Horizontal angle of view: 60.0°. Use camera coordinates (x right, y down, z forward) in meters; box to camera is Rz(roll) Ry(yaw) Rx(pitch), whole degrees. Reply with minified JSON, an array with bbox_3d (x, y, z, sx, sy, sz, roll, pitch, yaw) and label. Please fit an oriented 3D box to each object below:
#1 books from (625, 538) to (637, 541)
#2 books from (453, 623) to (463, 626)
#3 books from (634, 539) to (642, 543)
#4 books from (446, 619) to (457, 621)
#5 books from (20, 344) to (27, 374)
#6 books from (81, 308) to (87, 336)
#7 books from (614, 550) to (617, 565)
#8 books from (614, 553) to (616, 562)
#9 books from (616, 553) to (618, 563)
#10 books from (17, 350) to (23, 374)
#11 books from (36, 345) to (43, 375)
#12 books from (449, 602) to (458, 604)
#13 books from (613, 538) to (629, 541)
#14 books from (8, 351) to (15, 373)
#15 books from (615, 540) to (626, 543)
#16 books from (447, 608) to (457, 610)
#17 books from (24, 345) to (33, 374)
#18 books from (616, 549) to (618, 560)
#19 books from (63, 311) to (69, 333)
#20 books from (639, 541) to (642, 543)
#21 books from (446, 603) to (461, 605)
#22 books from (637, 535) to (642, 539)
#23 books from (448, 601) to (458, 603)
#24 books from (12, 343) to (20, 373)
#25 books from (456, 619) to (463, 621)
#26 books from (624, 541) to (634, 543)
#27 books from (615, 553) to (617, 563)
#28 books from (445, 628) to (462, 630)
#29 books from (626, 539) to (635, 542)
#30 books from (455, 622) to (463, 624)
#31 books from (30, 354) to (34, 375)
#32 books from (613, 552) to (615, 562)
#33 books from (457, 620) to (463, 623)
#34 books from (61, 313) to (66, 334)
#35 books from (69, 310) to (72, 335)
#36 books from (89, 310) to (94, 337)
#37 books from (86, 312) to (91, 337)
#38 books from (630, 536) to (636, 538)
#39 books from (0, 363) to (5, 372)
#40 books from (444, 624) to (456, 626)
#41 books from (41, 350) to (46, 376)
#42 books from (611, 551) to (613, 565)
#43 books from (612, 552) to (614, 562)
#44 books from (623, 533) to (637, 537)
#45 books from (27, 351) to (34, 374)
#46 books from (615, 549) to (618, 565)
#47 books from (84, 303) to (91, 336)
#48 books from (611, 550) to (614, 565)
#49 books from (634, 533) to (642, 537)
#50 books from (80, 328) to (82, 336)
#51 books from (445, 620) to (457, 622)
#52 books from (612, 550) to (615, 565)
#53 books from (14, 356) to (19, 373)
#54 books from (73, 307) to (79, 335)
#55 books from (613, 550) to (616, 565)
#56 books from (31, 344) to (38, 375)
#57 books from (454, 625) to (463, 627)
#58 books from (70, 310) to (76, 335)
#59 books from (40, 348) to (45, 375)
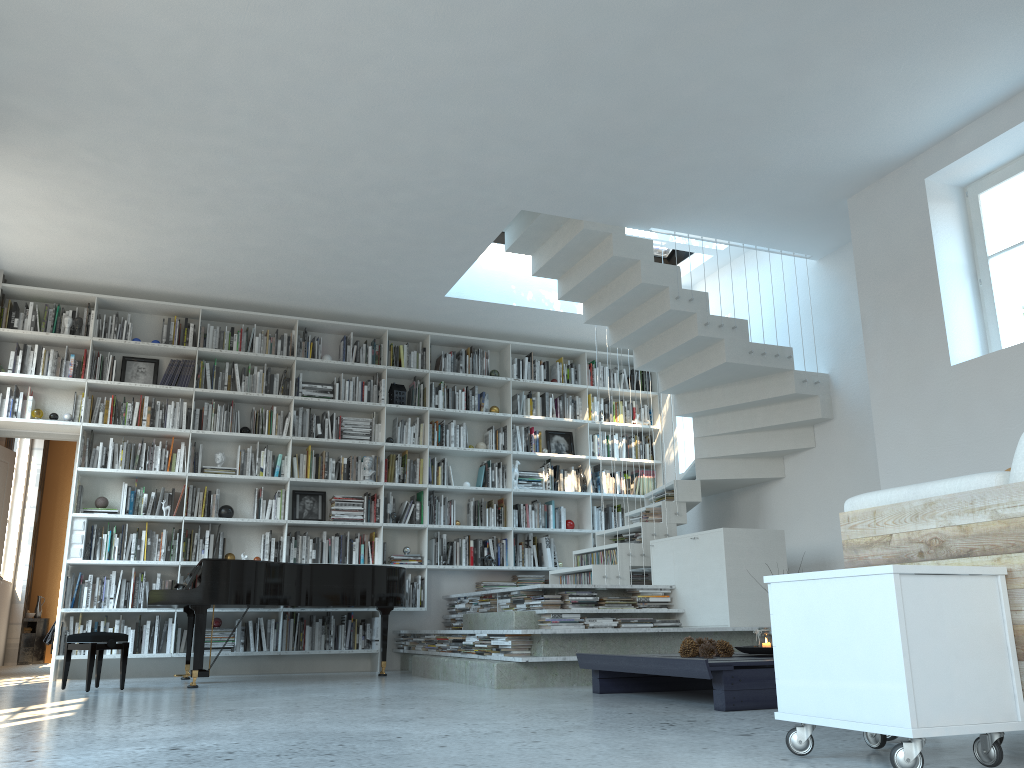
[{"bbox_3d":[1.095,1.356,7.723,0.189,0.012,0.156,5,-16,-18],"label":"books"},{"bbox_3d":[-0.407,2.137,7.883,0.180,0.016,0.183,6,-17,-24],"label":"books"},{"bbox_3d":[1.115,1.318,7.435,0.172,0.019,0.240,-1,-15,3],"label":"books"},{"bbox_3d":[-0.514,2.174,8.177,0.152,0.015,0.208,4,-16,-16],"label":"books"},{"bbox_3d":[-4.041,-0.171,7.349,0.023,0.281,0.186,5,-16,-21],"label":"books"},{"bbox_3d":[-3.665,-0.486,7.607,0.022,0.285,0.175,5,-16,-21],"label":"books"},{"bbox_3d":[0.891,1.401,7.166,0.125,0.123,0.036,5,-16,-21],"label":"books"},{"bbox_3d":[0.888,1.403,7.173,0.125,0.123,0.035,5,-16,-21],"label":"books"},{"bbox_3d":[0.900,1.396,7.145,0.125,0.123,0.036,5,-16,-21],"label":"books"},{"bbox_3d":[-4.064,-0.145,7.338,0.023,0.227,0.172,5,-16,-21],"label":"books"},{"bbox_3d":[-3.942,-0.161,7.405,0.037,0.291,0.156,5,-16,-21],"label":"books"},{"bbox_3d":[-0.470,2.023,8.197,0.167,0.008,0.235,6,-17,-22],"label":"books"},{"bbox_3d":[1.022,1.395,7.932,0.160,0.009,0.208,7,-17,-25],"label":"books"},{"bbox_3d":[-4.127,-0.143,7.324,0.034,0.217,0.166,5,-16,-21],"label":"books"},{"bbox_3d":[1.029,1.410,7.931,0.140,0.022,0.181,8,-17,-27],"label":"books"},{"bbox_3d":[-0.473,2.074,8.182,0.179,0.012,0.262,5,-17,-21],"label":"books"},{"bbox_3d":[-4.026,-0.165,7.379,0.028,0.287,0.133,5,-16,-21],"label":"books"},{"bbox_3d":[0.903,1.393,7.137,0.125,0.123,0.034,5,-16,-21],"label":"books"},{"bbox_3d":[-3.787,-0.480,7.543,0.025,0.243,0.168,5,-16,-21],"label":"books"},{"bbox_3d":[1.136,1.335,7.431,0.136,0.017,0.289,-1,-15,1],"label":"books"},{"bbox_3d":[-0.479,2.034,8.190,0.171,0.015,0.253,7,-17,-26],"label":"books"},{"bbox_3d":[1.138,1.288,7.444,0.141,0.028,0.223,0,-15,-3],"label":"books"},{"bbox_3d":[-0.470,2.014,8.199,0.159,0.011,0.246,6,-17,-24],"label":"books"},{"bbox_3d":[-4.107,-0.178,7.345,0.011,0.295,0.163,5,-16,-21],"label":"books"},{"bbox_3d":[-0.395,2.100,7.898,0.144,0.009,0.250,4,-16,-17],"label":"books"},{"bbox_3d":[1.096,1.381,7.717,0.184,0.013,0.226,6,-17,-24],"label":"books"},{"bbox_3d":[0.894,1.399,7.159,0.125,0.123,0.035,5,-16,-21],"label":"books"},{"bbox_3d":[-0.512,2.252,8.157,0.163,0.019,0.188,6,-17,-22],"label":"books"},{"bbox_3d":[1.108,1.369,7.725,0.150,0.013,0.220,4,-16,-16],"label":"books"},{"bbox_3d":[-0.395,2.126,7.891,0.159,0.009,0.229,5,-16,-20],"label":"books"},{"bbox_3d":[-3.981,-0.126,7.375,0.010,0.208,0.165,5,-16,-21],"label":"books"},{"bbox_3d":[0.883,1.407,7.186,0.125,0.123,0.034,5,-16,-21],"label":"books"},{"bbox_3d":[-0.389,2.113,7.896,0.137,0.018,0.201,7,-17,-25],"label":"books"},{"bbox_3d":[-3.813,-0.470,7.544,0.021,0.225,0.157,5,-16,-21],"label":"books"},{"bbox_3d":[-3.769,-0.480,7.561,0.021,0.252,0.179,5,-16,-21],"label":"books"},{"bbox_3d":[-3.593,-0.473,7.593,0.024,0.251,0.235,5,-16,-21],"label":"books"},{"bbox_3d":[-3.630,-0.469,7.618,0.025,0.259,0.138,5,-16,-21],"label":"books"},{"bbox_3d":[1.118,1.336,7.738,0.133,0.017,0.179,4,-16,-17],"label":"books"},{"bbox_3d":[-4.203,-0.127,7.301,0.121,0.175,0.130,5,-16,-21],"label":"books"},{"bbox_3d":[-0.514,2.218,8.165,0.170,0.012,0.215,5,-17,-21],"label":"books"},{"bbox_3d":[-3.904,-0.140,7.405,0.012,0.248,0.192,5,-16,-21],"label":"books"},{"bbox_3d":[0.867,1.416,7.225,0.125,0.125,0.011,5,-16,-21],"label":"books"},{"bbox_3d":[0.876,1.411,7.201,0.125,0.123,0.035,5,-16,-21],"label":"books"},{"bbox_3d":[1.095,1.318,7.733,0.177,0.014,0.194,7,-17,-26],"label":"books"},{"bbox_3d":[-4.001,-0.140,7.382,0.024,0.238,0.156,5,-16,-21],"label":"books"},{"bbox_3d":[0.897,1.397,7.152,0.125,0.123,0.034,5,-16,-21],"label":"books"},{"bbox_3d":[-3.646,-0.510,7.616,0.014,0.336,0.168,5,-16,-21],"label":"books"},{"bbox_3d":[0.873,1.413,7.208,0.125,0.123,0.034,5,-16,-21],"label":"books"},{"bbox_3d":[1.126,1.268,7.449,0.168,0.014,0.213,0,-15,-2],"label":"books"},{"bbox_3d":[-3.688,-0.439,7.586,0.028,0.184,0.168,5,-16,-21],"label":"books"},{"bbox_3d":[-0.516,2.185,8.173,0.159,0.009,0.211,4,-16,-17],"label":"books"},{"bbox_3d":[0.879,1.409,7.194,0.125,0.122,0.037,5,-16,-21],"label":"books"},{"bbox_3d":[-4.094,-0.124,7.349,0.024,0.191,0.138,5,-16,-21],"label":"books"},{"bbox_3d":[-3.732,-0.493,7.590,0.013,0.291,0.155,5,-16,-21],"label":"books"},{"bbox_3d":[0.885,1.405,7.180,0.125,0.123,0.034,5,-16,-21],"label":"books"},{"bbox_3d":[-3.961,-0.166,7.376,0.021,0.285,0.179,5,-16,-21],"label":"books"},{"bbox_3d":[-0.395,2.153,7.883,0.160,0.014,0.268,6,-17,-22],"label":"books"},{"bbox_3d":[-3.746,-0.482,7.568,0.027,0.258,0.147,5,-16,-21],"label":"books"},{"bbox_3d":[-3.915,-0.150,7.404,0.013,0.268,0.162,5,-16,-21],"label":"books"}]
